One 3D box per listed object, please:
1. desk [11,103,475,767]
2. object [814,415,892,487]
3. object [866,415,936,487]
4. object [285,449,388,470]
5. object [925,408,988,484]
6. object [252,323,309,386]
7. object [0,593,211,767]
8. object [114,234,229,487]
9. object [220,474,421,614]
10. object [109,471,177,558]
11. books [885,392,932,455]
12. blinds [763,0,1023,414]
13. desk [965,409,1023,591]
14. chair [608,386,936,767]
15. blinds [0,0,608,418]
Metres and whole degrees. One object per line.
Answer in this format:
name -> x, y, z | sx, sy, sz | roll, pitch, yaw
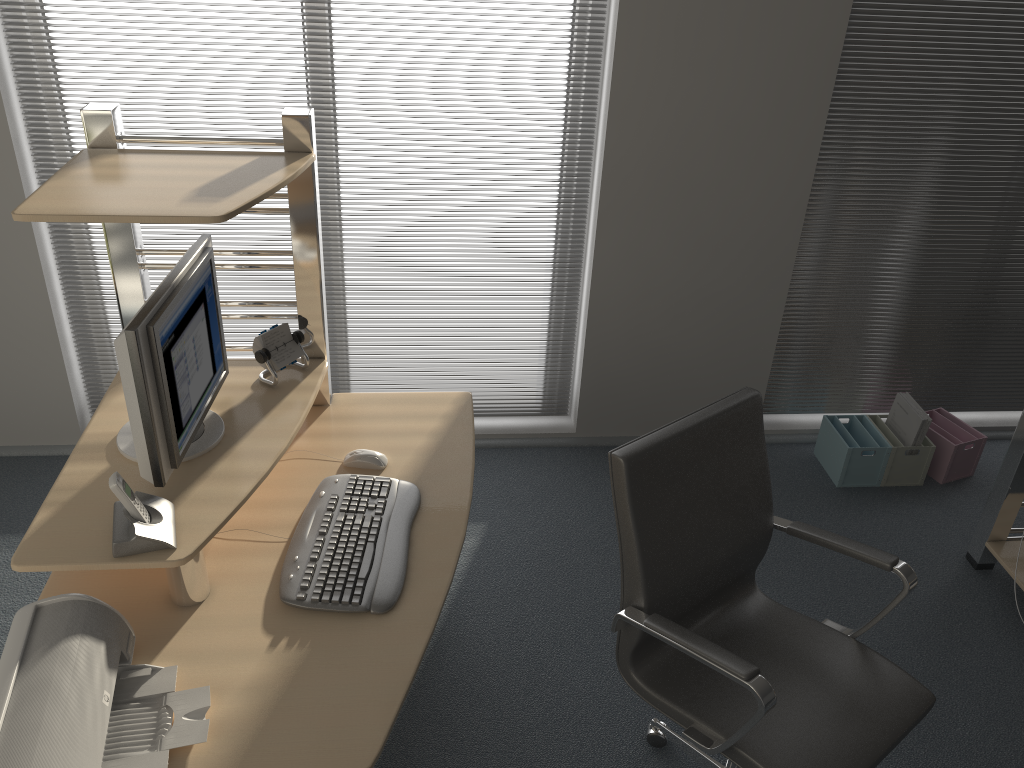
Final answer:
desk -> -0.528, 0.354, 1.988 | 0.967, 1.566, 1.469 | 0, 30, -6
object -> 1.405, 0.280, 3.672 | 0.185, 0.202, 0.245 | 0, 30, -6
object -> 1.589, 0.278, 3.692 | 0.185, 0.202, 0.245 | 0, 30, -6
object -> -0.703, 0.188, 2.372 | 0.742, 0.088, 0.168 | 1, 30, -4
object -> 1.810, 0.262, 3.740 | 0.185, 0.202, 0.245 | -10, 33, -22
object -> -0.624, -0.085, 2.379 | 0.093, 0.135, 0.154 | 19, 34, 25
object -> -0.720, 0.561, 1.552 | 0.351, 0.162, 0.438 | -5, 31, -13
object -> -0.808, -0.061, 2.041 | 0.245, 0.418, 0.516 | 7, 30, 6
object -> -0.640, 0.362, 2.084 | 0.814, 0.082, 0.478 | 3, 30, 0
object -> -0.754, 0.241, 1.794 | 0.119, 0.151, 0.150 | -8, 32, -18
books -> 1.607, 0.217, 3.658 | 0.068, 0.306, 0.220 | 0, 30, -6
blinds -> 2.121, -1.075, 3.316 | 1.950, 2.770, 0.022 | 0, 30, -6
desk -> 2.250, 0.330, 2.295 | 0.967, 1.566, 1.469 | 0, 30, -6
chair -> 0.575, 0.656, 2.090 | 0.584, 1.048, 0.652 | -21, 38, -35
blinds -> -0.663, -1.050, 3.006 | 1.950, 2.749, 0.037 | 0, 30, -6
